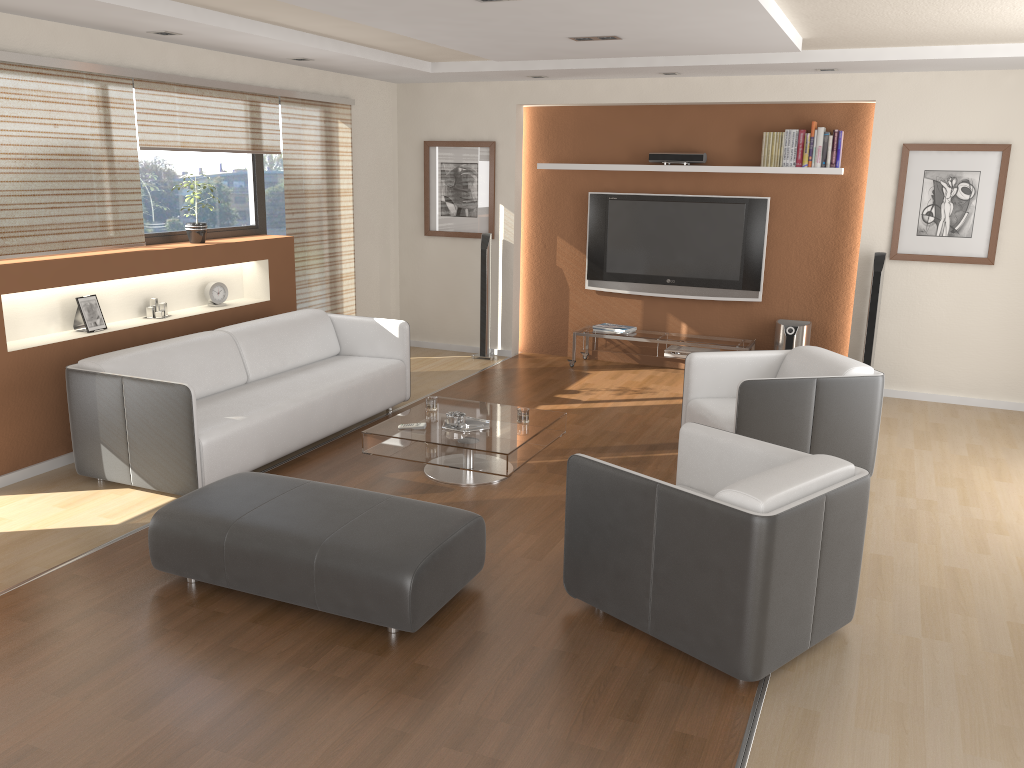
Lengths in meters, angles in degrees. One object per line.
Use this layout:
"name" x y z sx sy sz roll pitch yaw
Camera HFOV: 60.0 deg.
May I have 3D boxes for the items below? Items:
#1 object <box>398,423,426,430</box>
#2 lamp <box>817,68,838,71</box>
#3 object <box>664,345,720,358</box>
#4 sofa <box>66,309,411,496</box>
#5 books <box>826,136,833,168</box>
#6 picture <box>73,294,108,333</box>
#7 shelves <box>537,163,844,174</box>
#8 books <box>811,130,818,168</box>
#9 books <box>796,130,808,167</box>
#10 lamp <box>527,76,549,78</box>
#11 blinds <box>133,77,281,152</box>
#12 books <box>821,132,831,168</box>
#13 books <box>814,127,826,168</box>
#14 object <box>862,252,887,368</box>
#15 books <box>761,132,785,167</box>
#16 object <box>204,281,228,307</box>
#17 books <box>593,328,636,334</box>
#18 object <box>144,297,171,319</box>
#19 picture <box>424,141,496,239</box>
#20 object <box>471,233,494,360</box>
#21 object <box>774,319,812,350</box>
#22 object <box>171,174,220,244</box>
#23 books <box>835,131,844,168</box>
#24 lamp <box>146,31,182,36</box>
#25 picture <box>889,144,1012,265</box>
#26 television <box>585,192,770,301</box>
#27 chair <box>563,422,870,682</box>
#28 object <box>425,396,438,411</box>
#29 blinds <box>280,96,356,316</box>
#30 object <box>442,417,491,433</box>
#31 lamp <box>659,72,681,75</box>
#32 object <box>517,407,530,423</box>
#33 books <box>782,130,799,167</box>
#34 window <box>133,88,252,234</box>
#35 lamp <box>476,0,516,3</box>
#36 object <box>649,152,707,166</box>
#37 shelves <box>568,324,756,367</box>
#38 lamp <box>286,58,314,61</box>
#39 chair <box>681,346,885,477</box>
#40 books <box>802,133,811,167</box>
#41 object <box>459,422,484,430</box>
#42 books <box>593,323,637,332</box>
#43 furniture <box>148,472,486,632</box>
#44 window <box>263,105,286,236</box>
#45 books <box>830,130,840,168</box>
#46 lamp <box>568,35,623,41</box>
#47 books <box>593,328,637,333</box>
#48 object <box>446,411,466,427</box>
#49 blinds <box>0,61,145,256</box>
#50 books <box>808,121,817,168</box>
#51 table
"object" -0.571 0.239 5.066 0.158 0.029 0.064 2 14 4
"lamp" 2.357 -2.387 6.616 0.146 0.087 0.146 7 15 22
"object" 1.581 -0.274 7.779 0.435 0.052 0.274 7 15 22
"sofa" -1.608 0.000 5.712 0.919 0.661 2.238 7 15 22
"books" 2.567 -1.873 7.158 0.028 0.248 0.169 7 15 22
"picture" -2.608 -0.436 5.468 0.133 0.216 0.159 5 14 17
"shelves" 1.467 -1.857 7.645 2.612 0.050 0.200 7 15 22
"books" 2.462 -1.907 7.198 0.022 0.293 0.167 7 15 22
"books" 2.363 -1.919 7.238 0.053 0.293 0.169 7 15 22
"lamp" 0.218 -2.640 7.501 0.146 0.087 0.146 7 15 22
"blinds" -2.077 -1.859 6.208 0.001 0.441 1.432 7 15 22
"books" 2.538 -1.892 7.173 0.041 0.278 0.157 7 15 22
"books" 2.492 -1.912 7.177 0.050 0.313 0.179 7 15 22
"object" 2.848 -0.450 7.013 0.228 1.165 0.215 8 15 27
"books" 2.164 -1.933 7.323 0.167 0.275 0.195 7 15 22
"object" -2.172 -0.662 6.516 0.096 0.176 0.160 12 17 37
"books" 0.929 -0.492 8.032 0.326 0.017 0.228 8 15 25
"object" -2.404 -0.518 6.001 0.141 0.131 0.141 1 14 1
"picture" -0.498 -1.824 8.333 0.734 0.884 0.025 7 15 22
"object" -0.243 -0.817 8.292 0.228 1.165 0.215 5 14 17
"object" 2.358 -0.260 7.517 0.286 0.518 0.323 7 15 22
"object" -2.182 -1.223 6.199 0.342 0.477 0.268 4 14 12
"books" 2.632 -1.883 7.127 0.029 0.286 0.169 7 15 22
"lamp" -2.095 -2.155 5.339 0.146 0.087 0.146 7 15 22
"picture" 3.322 -1.370 6.752 0.734 0.884 0.025 7 15 22
"television" 1.433 -1.220 7.863 1.594 0.900 0.097 7 15 22
"chair" 0.800 0.577 3.522 0.767 0.661 0.919 -11 18 -41
"object" -0.495 0.120 5.460 0.079 0.077 0.079 4 14 11
"blinds" -1.607 -1.263 7.514 0.001 2.200 0.980 7 15 22
"object" -0.263 0.236 5.141 0.315 0.011 0.273 9 16 29
"lamp" 1.261 -2.517 7.070 0.146 0.087 0.146 7 15 22
"object" 0.066 0.185 5.235 0.079 0.077 0.079 4 14 11
"books" 2.291 -1.929 7.271 0.104 0.295 0.146 7 15 22
"window" -2.617 -1.437 5.742 0.010 0.986 2.817 7 15 22
"lamp" -0.039 -1.798 4.025 0.291 0.087 0.146 7 15 22
"object" 1.426 -1.938 7.640 0.470 0.109 0.182 7 15 22
"shelves" 1.315 -0.275 7.924 1.617 0.340 0.444 7 15 22
"lamp" -1.562 -2.439 6.546 0.146 0.087 0.146 7 15 22
"chair" 1.599 0.174 5.328 0.919 0.706 0.767 -2 14 -12
"books" 2.403 -1.898 7.215 0.041 0.266 0.186 7 15 22
"object" -0.229 0.237 5.079 0.147 0.035 0.051 -5 15 -25
"books" 0.929 -0.516 8.026 0.326 0.017 0.228 10 16 33
"furniture" -0.825 0.660 3.800 1.291 0.301 0.685 7 15 22
"window" -1.857 -1.287 7.621 0.010 2.162 0.889 7 15 22
"books" 2.599 -1.891 7.140 0.041 0.293 0.169 7 15 22
"lamp" 0.494 -2.082 5.232 0.291 0.087 0.146 7 15 22
"books" 0.929 -0.504 8.029 0.326 0.017 0.228 12 18 39
"object" -0.324 0.200 5.133 0.118 0.079 0.117 9 16 29
"blinds" -2.652 -1.261 4.988 0.001 1.044 1.432 7 15 22
"books" 2.439 -1.941 7.199 0.028 0.358 0.169 7 15 22
"table" -0.258 0.368 5.256 0.900 0.300 0.900 7 15 22
